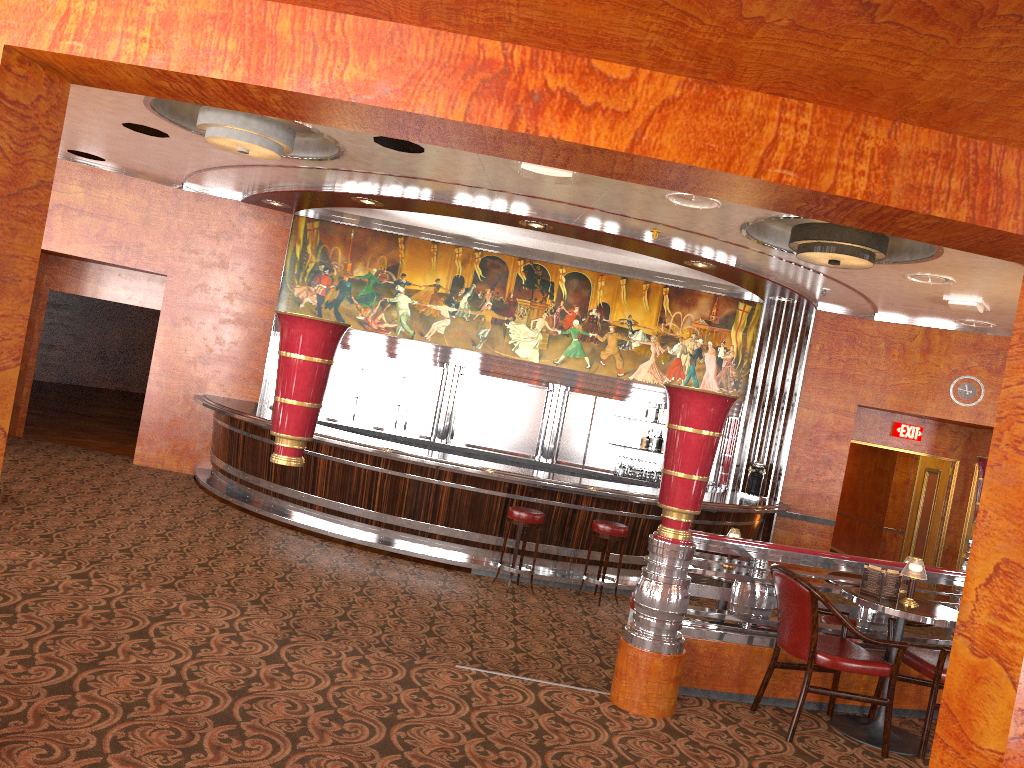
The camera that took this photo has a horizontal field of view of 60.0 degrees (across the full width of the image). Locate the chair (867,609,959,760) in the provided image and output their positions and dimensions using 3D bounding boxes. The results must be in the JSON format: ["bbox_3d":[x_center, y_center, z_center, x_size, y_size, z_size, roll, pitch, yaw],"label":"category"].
[{"bbox_3d":[2.398,1.537,4.754,0.615,0.817,0.587,11,0,-6],"label":"chair"}]

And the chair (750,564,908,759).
[{"bbox_3d":[1.594,1.386,4.587,0.615,0.817,0.587,11,0,-11],"label":"chair"}]

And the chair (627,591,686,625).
[{"bbox_3d":[0.840,1.686,5.463,0.350,0.755,0.350,10,1,-42],"label":"chair"}]

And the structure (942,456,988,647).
[{"bbox_3d":[5.263,1.876,9.191,0.623,2.024,3.172,11,0,40],"label":"structure"}]

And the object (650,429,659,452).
[{"bbox_3d":[1.887,0.742,11.674,0.078,0.305,0.078,11,1,-7],"label":"object"}]

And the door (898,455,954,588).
[{"bbox_3d":[5.775,1.991,12.429,0.063,1.983,0.807,11,1,-6],"label":"door"}]

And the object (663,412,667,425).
[{"bbox_3d":[2.050,0.404,11.646,0.080,0.272,0.080,11,1,-7],"label":"object"}]

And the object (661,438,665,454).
[{"bbox_3d":[2.017,0.778,11.674,0.067,0.283,0.067,10,1,-35],"label":"object"}]

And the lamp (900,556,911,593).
[{"bbox_3d":[2.763,1.327,6.183,0.130,0.250,0.130,11,0,11],"label":"lamp"}]

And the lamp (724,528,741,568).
[{"bbox_3d":[1.461,1.083,5.885,0.130,0.250,0.130,11,1,20],"label":"lamp"}]

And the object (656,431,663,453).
[{"bbox_3d":[1.961,0.763,11.780,0.090,0.293,0.090,10,1,-22],"label":"object"}]

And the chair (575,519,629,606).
[{"bbox_3d":[0.878,1.700,8.471,0.350,0.755,0.350,11,1,41],"label":"chair"}]

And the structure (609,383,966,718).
[{"bbox_3d":[2.629,0.570,5.431,4.358,3.606,0.548,10,1,-26],"label":"structure"}]

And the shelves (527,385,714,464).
[{"bbox_3d":[1.419,0.531,11.714,2.594,0.568,0.339,11,0,-1],"label":"shelves"}]

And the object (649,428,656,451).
[{"bbox_3d":[1.880,0.741,11.764,0.078,0.305,0.206,11,0,-4],"label":"object"}]

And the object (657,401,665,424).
[{"bbox_3d":[1.969,0.373,11.644,0.078,0.305,0.078,10,1,-10],"label":"object"}]

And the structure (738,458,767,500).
[{"bbox_3d":[3.107,1.213,11.294,0.360,0.540,0.281,11,1,19],"label":"structure"}]

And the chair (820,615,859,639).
[{"bbox_3d":[2.126,1.927,5.781,0.350,0.755,0.350,11,1,41],"label":"chair"}]

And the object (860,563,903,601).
[{"bbox_3d":[1.956,1.058,4.751,0.195,0.156,0.169,10,0,-41],"label":"object"}]

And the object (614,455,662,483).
[{"bbox_3d":[1.828,1.148,11.658,0.951,0.245,0.396,11,0,3],"label":"object"}]

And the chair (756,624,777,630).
[{"bbox_3d":[1.567,1.821,5.337,0.350,0.755,0.350,11,1,41],"label":"chair"}]

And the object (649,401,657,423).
[{"bbox_3d":[1.863,0.364,11.643,0.067,0.283,0.067,10,1,-45],"label":"object"}]

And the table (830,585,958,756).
[{"bbox_3d":[2.020,1.516,4.720,0.639,0.720,0.640,11,0,42],"label":"table"}]

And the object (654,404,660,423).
[{"bbox_3d":[1.929,0.390,11.750,0.090,0.256,0.090,11,1,21],"label":"object"}]

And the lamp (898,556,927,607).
[{"bbox_3d":[2.114,1.040,4.677,0.130,0.250,0.130,11,0,11],"label":"lamp"}]

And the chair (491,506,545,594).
[{"bbox_3d":[0.074,1.549,8.299,0.350,0.755,0.350,10,1,-27],"label":"chair"}]

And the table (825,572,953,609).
[{"bbox_3d":[2.543,1.902,6.221,0.850,0.960,0.849,10,0,-21],"label":"table"}]

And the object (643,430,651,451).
[{"bbox_3d":[1.792,0.742,11.734,0.080,0.272,0.080,11,1,3],"label":"object"}]

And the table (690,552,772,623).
[{"bbox_3d":[1.351,1.678,5.865,0.849,0.960,0.849,11,0,2],"label":"table"}]

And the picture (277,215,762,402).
[{"bbox_3d":[0.104,-0.987,11.645,6.254,1.322,0.001,11,1,-1],"label":"picture"}]

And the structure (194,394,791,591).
[{"bbox_3d":[-0.315,1.332,10.056,7.810,1.047,3.207,11,0,-1],"label":"structure"}]

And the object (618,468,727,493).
[{"bbox_3d":[2.107,1.256,11.710,1.424,0.135,0.403,11,0,5],"label":"object"}]

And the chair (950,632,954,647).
[{"bbox_3d":[3.109,2.111,6.048,0.350,0.755,0.350,11,1,16],"label":"chair"}]
